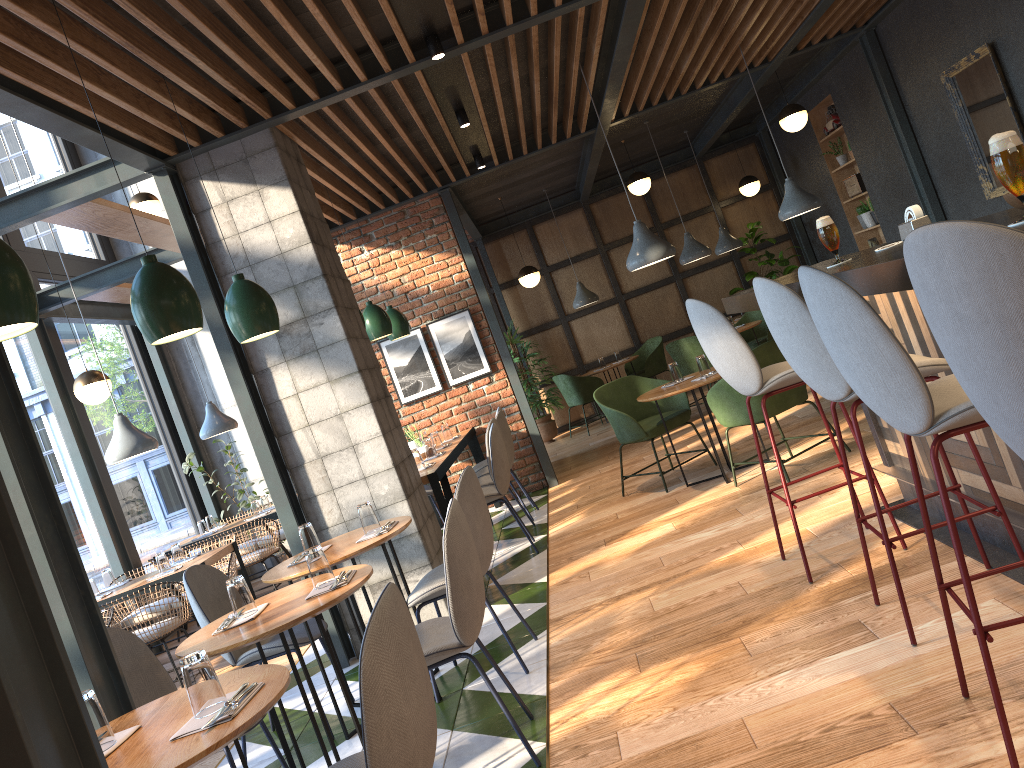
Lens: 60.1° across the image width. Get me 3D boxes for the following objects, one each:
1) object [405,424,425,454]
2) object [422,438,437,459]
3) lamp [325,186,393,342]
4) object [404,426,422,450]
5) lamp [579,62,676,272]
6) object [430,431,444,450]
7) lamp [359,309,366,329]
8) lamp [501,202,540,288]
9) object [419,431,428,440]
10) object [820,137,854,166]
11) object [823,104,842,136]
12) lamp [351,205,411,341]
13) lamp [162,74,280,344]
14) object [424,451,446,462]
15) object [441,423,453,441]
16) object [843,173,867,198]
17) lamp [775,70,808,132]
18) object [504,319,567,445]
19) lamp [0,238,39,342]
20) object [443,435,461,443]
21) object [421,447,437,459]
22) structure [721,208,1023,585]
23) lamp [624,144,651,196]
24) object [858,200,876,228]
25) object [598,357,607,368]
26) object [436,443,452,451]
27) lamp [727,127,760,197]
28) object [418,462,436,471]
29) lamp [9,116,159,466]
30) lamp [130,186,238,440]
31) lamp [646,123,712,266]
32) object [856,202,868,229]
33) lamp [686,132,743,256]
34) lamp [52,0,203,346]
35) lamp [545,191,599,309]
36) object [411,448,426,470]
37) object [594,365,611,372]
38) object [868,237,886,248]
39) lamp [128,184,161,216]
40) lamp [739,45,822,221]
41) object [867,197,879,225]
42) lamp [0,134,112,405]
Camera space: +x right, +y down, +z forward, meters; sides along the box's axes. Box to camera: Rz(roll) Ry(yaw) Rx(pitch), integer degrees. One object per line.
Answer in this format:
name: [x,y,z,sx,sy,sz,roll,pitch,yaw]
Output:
object: [-0.718,0.433,6.758,0.115,0.282,0.127,-20,0,-1]
object: [-0.616,0.473,6.546,0.081,0.138,0.079,-20,0,-34]
lamp: [-1.367,-1.309,6.905,0.223,2.023,0.224,-20,-1,6]
object: [-0.773,0.452,6.870,0.146,0.276,0.145,-20,0,-17]
lamp: [0.183,-2.929,6.092,0.350,4.492,0.355,-21,-1,38]
object: [-0.608,0.450,7.115,0.080,0.138,0.079,-20,0,-24]
lamp: [-1.408,-1.256,5.894,0.223,2.023,0.224,-20,-1,6]
lamp: [-0.405,-2.955,10.789,0.270,3.796,0.266,-20,-1,-44]
object: [-0.755,0.484,7.673,0.079,0.138,0.080,-20,0,24]
object: [3.726,-2.645,10.023,0.175,0.329,0.534,-20,1,-18]
object: [3.631,-2.987,9.949,0.204,0.285,0.517,-20,1,3]
lamp: [-1.330,-1.354,7.796,0.223,2.023,0.224,-20,-1,6]
lamp: [-1.485,-1.158,3.994,0.223,2.023,0.224,-20,-1,6]
object: [-0.572,0.528,6.524,0.157,0.019,0.243,-20,2,3]
object: [-0.567,0.414,7.663,0.080,0.138,0.079,-20,0,-24]
object: [3.924,-2.260,9.986,0.199,0.241,0.340,-20,1,-2]
lamp: [2.102,-4.223,8.579,0.270,3.796,0.266,-20,-1,-25]
object: [0.169,-0.026,11.665,0.986,1.723,0.906,-20,0,-32]
lamp: [-1.563,-1.060,2.092,0.223,2.023,0.224,-20,-1,6]
object: [-0.523,0.469,7.640,0.157,0.019,0.243,-20,2,3]
object: [-0.707,0.553,6.822,0.253,0.046,0.252,-21,2,-24]
structure: [2.441,-0.338,1.762,2.914,1.397,4.925,-20,2,3]
lamp: [0.828,-3.928,10.075,0.269,3.796,0.267,-20,-1,-18]
object: [3.999,-1.925,9.956,0.213,0.329,0.233,-20,0,8]
object: [1.141,-0.269,11.258,0.080,0.138,0.080,-20,0,-19]
object: [-0.564,0.505,7.092,0.157,0.019,0.243,-20,2,3]
lamp: [2.434,-4.195,11.394,0.270,3.796,0.266,-20,-1,-44]
object: [-0.597,0.559,5.939,0.157,0.019,0.243,-20,2,3]
lamp: [-3.364,-1.608,6.072,0.355,4.492,0.350,-20,-1,-35]
lamp: [-3.473,-1.644,8.198,0.350,4.492,0.355,-21,-1,38]
lamp: [1.187,-3.426,9.470,0.350,4.492,0.355,-21,-1,38]
object: [4.048,-1.933,10.169,0.174,0.295,0.189,-20,0,-23]
lamp: [1.906,-3.748,10.954,0.350,4.492,0.355,-21,-1,38]
lamp: [-1.521,-1.113,3.104,0.223,2.023,0.224,-20,-1,6]
lamp: [0.179,-3.120,11.385,0.350,4.492,0.355,-21,-1,38]
object: [-0.641,0.504,5.962,0.079,0.138,0.080,-20,0,26]
object: [1.140,-0.197,11.255,0.158,0.019,0.241,-22,2,-31]
object: [4.157,-1.540,9.981,0.150,0.258,0.522,-20,1,3]
lamp: [-3.837,-3.200,7.797,0.266,3.796,0.270,-21,-1,23]
lamp: [1.583,-3.493,7.262,0.350,4.492,0.355,-21,-1,38]
object: [3.987,-1.923,9.717,0.143,0.350,0.144,-21,0,20]
lamp: [-3.836,-1.624,6.828,0.270,3.796,0.266,-20,-1,-29]
